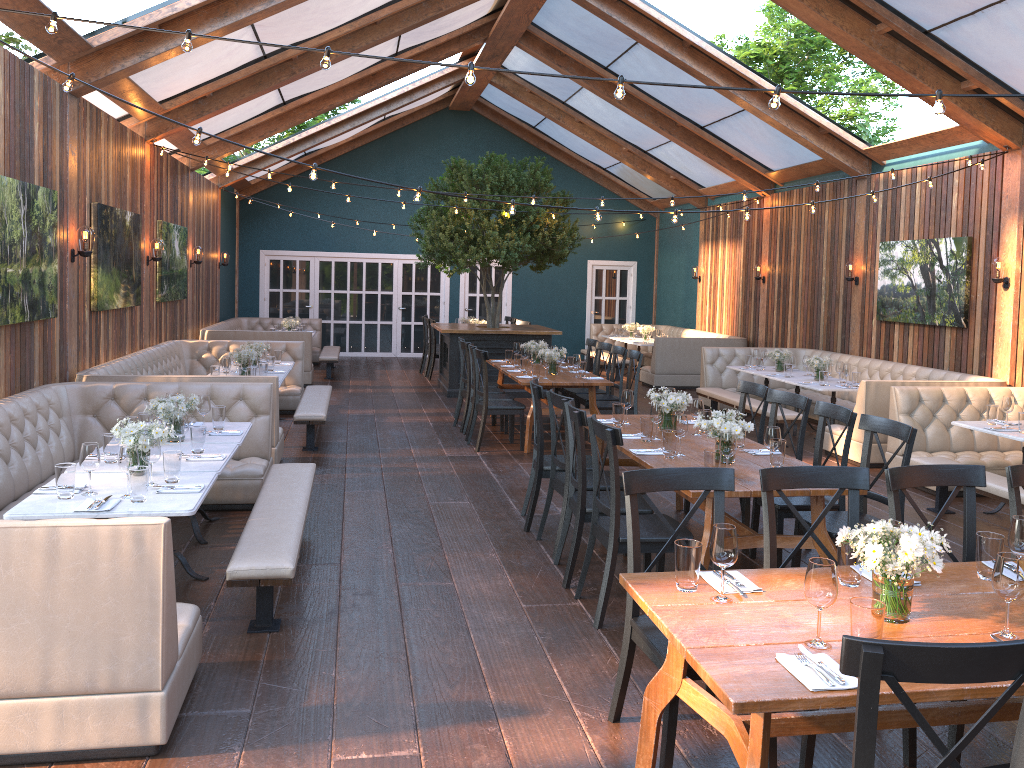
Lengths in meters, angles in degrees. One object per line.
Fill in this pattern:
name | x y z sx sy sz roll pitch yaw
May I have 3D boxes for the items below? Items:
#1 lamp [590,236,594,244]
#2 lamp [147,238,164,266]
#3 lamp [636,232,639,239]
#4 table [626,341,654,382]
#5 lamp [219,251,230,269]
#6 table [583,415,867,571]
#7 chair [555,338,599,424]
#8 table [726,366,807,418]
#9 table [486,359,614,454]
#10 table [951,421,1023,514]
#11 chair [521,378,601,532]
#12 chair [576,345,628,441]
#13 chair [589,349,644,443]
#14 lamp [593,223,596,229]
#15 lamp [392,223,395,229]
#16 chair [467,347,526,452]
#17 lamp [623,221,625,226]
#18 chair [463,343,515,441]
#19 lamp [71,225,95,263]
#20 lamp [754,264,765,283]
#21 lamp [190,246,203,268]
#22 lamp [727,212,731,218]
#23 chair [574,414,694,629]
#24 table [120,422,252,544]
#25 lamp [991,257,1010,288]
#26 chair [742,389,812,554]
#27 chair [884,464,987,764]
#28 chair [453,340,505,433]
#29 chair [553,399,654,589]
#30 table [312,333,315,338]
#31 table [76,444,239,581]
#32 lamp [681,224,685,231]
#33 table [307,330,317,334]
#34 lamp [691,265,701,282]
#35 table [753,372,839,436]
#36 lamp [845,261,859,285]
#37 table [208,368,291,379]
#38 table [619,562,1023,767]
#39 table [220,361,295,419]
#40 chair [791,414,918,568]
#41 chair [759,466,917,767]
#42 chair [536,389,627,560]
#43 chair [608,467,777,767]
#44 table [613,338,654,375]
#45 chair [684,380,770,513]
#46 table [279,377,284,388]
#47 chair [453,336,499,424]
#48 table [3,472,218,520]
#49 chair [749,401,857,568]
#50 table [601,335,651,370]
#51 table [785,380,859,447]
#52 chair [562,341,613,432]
lamp | 1.361 -2.446 15.028 0.056 0.120 0.056 -1 4 -34
lamp | -4.144 -1.532 10.283 0.178 0.319 0.147 1 4 -10
lamp | 2.113 -2.506 14.889 0.056 0.120 0.056 -1 4 -33
table | 2.525 -0.398 15.836 0.798 0.669 0.803 1 5 -11
lamp | -5.101 -2.200 15.685 0.178 0.319 0.147 1 4 -10
table | 1.127 0.747 5.646 0.950 0.726 2.444 1 7 -10
chair | 0.814 -0.047 11.034 0.539 1.016 0.479 1 4 -10
table | 3.296 0.141 11.480 0.798 0.669 0.803 1 5 -11
table | 0.342 0.199 10.082 0.950 0.726 2.444 1 7 -10
table | 4.083 0.690 7.036 0.798 0.669 0.803 1 5 -11
chair | 0.355 0.498 6.345 0.539 1.016 0.479 1 4 -2
chair | 1.009 0.089 9.932 0.539 1.016 0.479 1 4 -10
chair | 1.106 0.157 9.382 0.539 1.016 0.479 1 4 -5
lamp | 1.798 -3.438 19.261 0.056 0.120 0.056 2 4 11
lamp | -2.305 -3.081 17.271 0.056 0.120 0.056 2 4 14
chair | -0.151 0.150 9.158 0.539 1.016 0.479 1 4 -15
lamp | 2.482 -3.554 19.580 0.056 0.120 0.056 0 4 -28
chair | -0.249 0.082 9.708 0.539 1.016 0.479 1 4 -7
lamp | -3.662 -1.195 7.560 0.178 0.319 0.147 1 4 -10
lamp | 4.059 -1.816 14.529 0.178 0.319 0.147 1 4 -10
lamp | -4.622 -1.866 12.983 0.178 0.319 0.147 1 4 -10
lamp | 3.576 -2.802 14.623 0.073 0.114 0.056 1 4 -4
chair | 0.655 0.701 4.700 0.539 1.016 0.479 1 4 -10
table | -2.189 0.654 5.919 0.798 0.669 0.803 1 5 -11
lamp | 5.019 -1.146 9.106 0.178 0.319 0.147 1 4 -10
chair | 1.701 0.572 6.022 0.539 1.016 0.479 1 4 -15
chair | 1.790 0.872 3.519 0.477 1.016 0.542 1 4 -15
chair | -0.371 0.013 10.255 0.539 1.016 0.479 1 4 -15
chair | 0.552 0.633 5.249 0.539 1.016 0.479 1 4 -5
table | -3.889 -0.533 15.522 0.798 0.669 0.803 1 5 -10
table | -2.047 0.753 5.117 0.798 0.669 0.803 1 5 -10
lamp | 2.856 -2.618 14.754 0.056 0.117 0.066 -1 5 -34
table | -4.031 -0.632 16.324 0.798 0.669 0.803 1 5 -11
lamp | 3.580 -2.150 17.231 0.178 0.319 0.147 1 4 -10
table | 3.438 0.240 10.678 0.798 0.669 0.803 1 5 -10
lamp | 4.537 -1.482 11.829 0.178 0.319 0.147 1 4 -10
table | -2.834 0.204 9.561 0.798 0.669 0.803 1 5 -10
table | 1.645 1.091 2.867 2.430 0.727 0.955 0 5 -10
table | -2.976 0.105 10.363 0.798 0.669 0.803 1 5 -11
chair | 1.896 0.708 4.921 0.539 1.016 0.479 1 4 -10
chair | 1.238 0.869 3.421 0.477 1.016 0.542 1 4 -10
chair | 0.482 0.567 5.792 0.539 1.016 0.479 1 4 -13
chair | 0.686 0.866 3.323 0.477 1.016 0.542 1 4 -15
table | 2.383 -0.497 16.638 0.798 0.669 0.803 1 5 -10
chair | 1.604 0.504 6.574 0.539 1.016 0.479 1 4 -10
table | -2.692 0.303 8.758 0.798 0.669 0.803 1 5 -11
chair | -0.432 -0.054 10.812 0.539 1.016 0.479 1 4 -5
table | -1.905 0.852 4.315 0.798 0.669 0.803 1 5 -11
chair | 1.799 0.640 5.472 0.539 1.016 0.479 1 4 -5
table | 2.241 -0.596 17.441 0.798 0.669 0.803 1 5 -11
table | 3.580 0.339 9.875 0.798 0.669 0.803 1 5 -11
chair | 0.911 0.021 10.483 0.539 1.016 0.479 1 4 -15
